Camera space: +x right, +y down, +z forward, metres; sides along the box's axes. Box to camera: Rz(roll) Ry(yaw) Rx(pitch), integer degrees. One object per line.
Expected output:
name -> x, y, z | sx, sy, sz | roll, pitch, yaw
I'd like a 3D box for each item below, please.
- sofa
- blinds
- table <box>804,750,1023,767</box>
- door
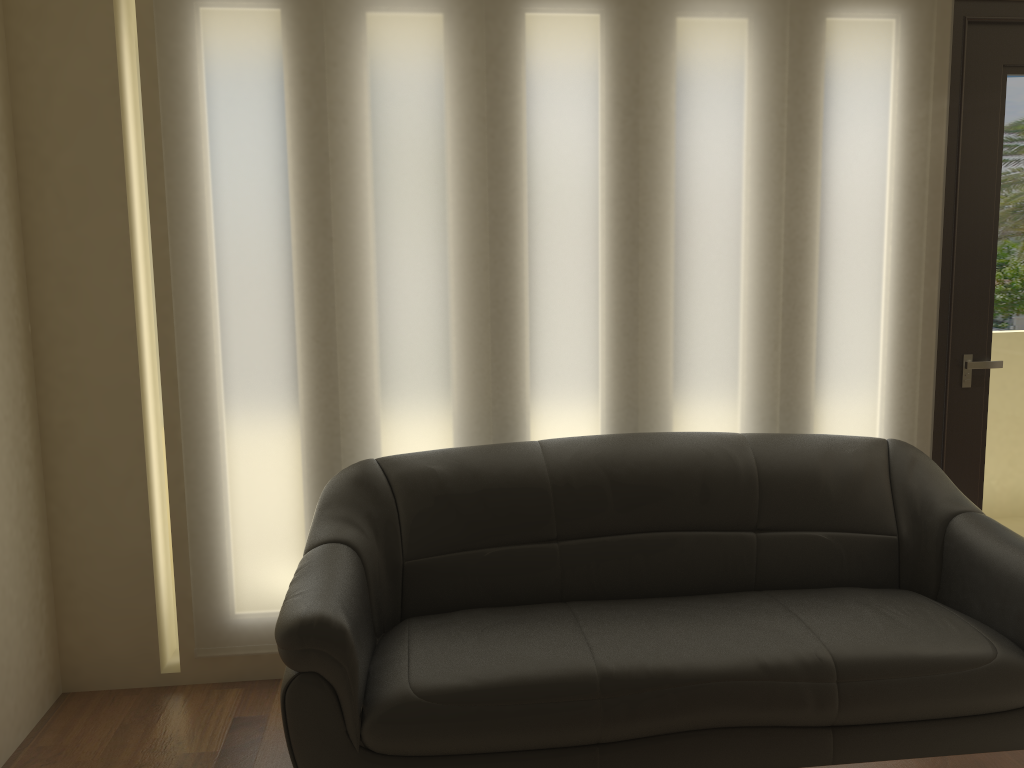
sofa -> 0.504, 0.676, 2.802 | 2.337, 0.918, 0.944 | -2, 8, -6
blinds -> 0.229, -0.288, 3.236 | 2.830, 2.453, 0.002 | -2, 8, -6
table -> 0.743, 1.096, 1.359 | 1.213, 0.482, 1.045 | -2, 8, -6
door -> 2.135, -0.243, 3.521 | 1.011, 2.420, 0.118 | -2, 8, -6
